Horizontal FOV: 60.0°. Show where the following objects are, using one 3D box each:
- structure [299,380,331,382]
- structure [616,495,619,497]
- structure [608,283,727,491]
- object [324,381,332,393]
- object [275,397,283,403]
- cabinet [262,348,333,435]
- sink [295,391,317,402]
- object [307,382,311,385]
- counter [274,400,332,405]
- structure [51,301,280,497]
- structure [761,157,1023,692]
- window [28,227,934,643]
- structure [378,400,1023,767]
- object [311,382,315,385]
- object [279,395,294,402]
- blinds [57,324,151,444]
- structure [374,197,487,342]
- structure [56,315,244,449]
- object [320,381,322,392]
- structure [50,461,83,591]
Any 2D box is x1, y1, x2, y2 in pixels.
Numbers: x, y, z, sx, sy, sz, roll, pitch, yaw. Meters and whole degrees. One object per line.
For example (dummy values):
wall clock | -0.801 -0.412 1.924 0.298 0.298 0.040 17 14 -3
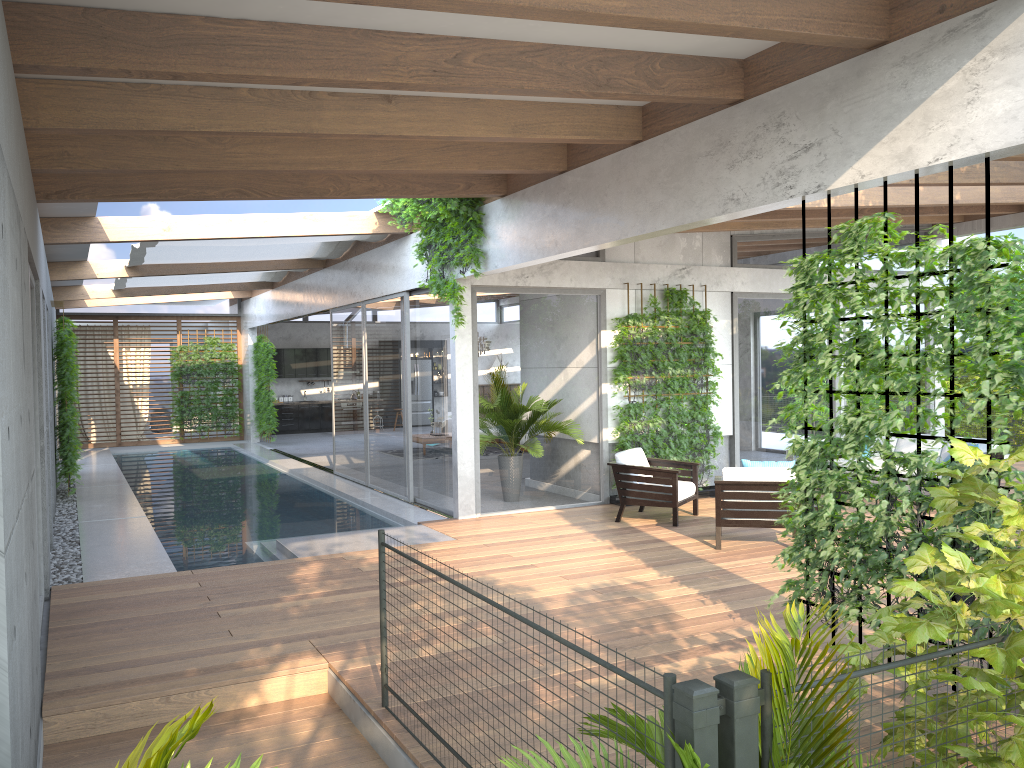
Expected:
structure | -5.421 -0.087 24.532 0.932 0.046 0.081 -2 1 -27
structure | 1.707 1.370 11.023 0.928 0.044 0.231 -2 1 -27
structure | 1.989 0.071 11.207 1.851 2.669 0.500 -2 1 -26
object | -5.097 0.081 24.650 0.282 0.380 0.070 -2 1 -26
object | -6.397 0.433 23.784 0.381 0.134 0.590 -2 2 -38
cabinet | -4.497 0.043 24.739 5.901 2.502 0.709 -2 1 -28
sink | -5.592 0.446 24.171 0.526 0.514 0.514 -2 1 -27
object | -5.588 -0.020 24.433 0.117 0.139 0.093 -2 1 -25
counter | -5.412 0.502 24.260 3.805 0.061 0.607 -2 1 -27
structure | -6.153 0.095 17.019 2.739 2.687 10.282 -1 1 -10
structure | 2.066 0.224 4.849 0.500 2.687 1.807 -2 1 -26
window | -1.555 -0.482 18.295 14.294 3.764 23.280 -2 1 -27
structure | 5.779 1.071 12.384 15.587 3.022 31.708 -1 1 14
object | -5.487 -0.023 24.474 0.117 0.139 0.093 -1 1 -10
object | -6.157 0.388 24.119 0.405 0.200 0.147 -2 1 -25
blinds | -9.615 0.021 21.077 2.087 2.898 0.692 -2 1 -23
structure | -0.880 -1.472 9.737 0.918 2.054 1.822 -2 2 -29
structure | -8.655 -0.086 21.163 4.313 3.079 0.085 -2 1 -27
object | -5.302 0.064 24.583 0.071 0.325 0.066 -2 1 -27
structure | -6.799 1.596 13.339 0.477 0.068 13.673 -2 1 -27
